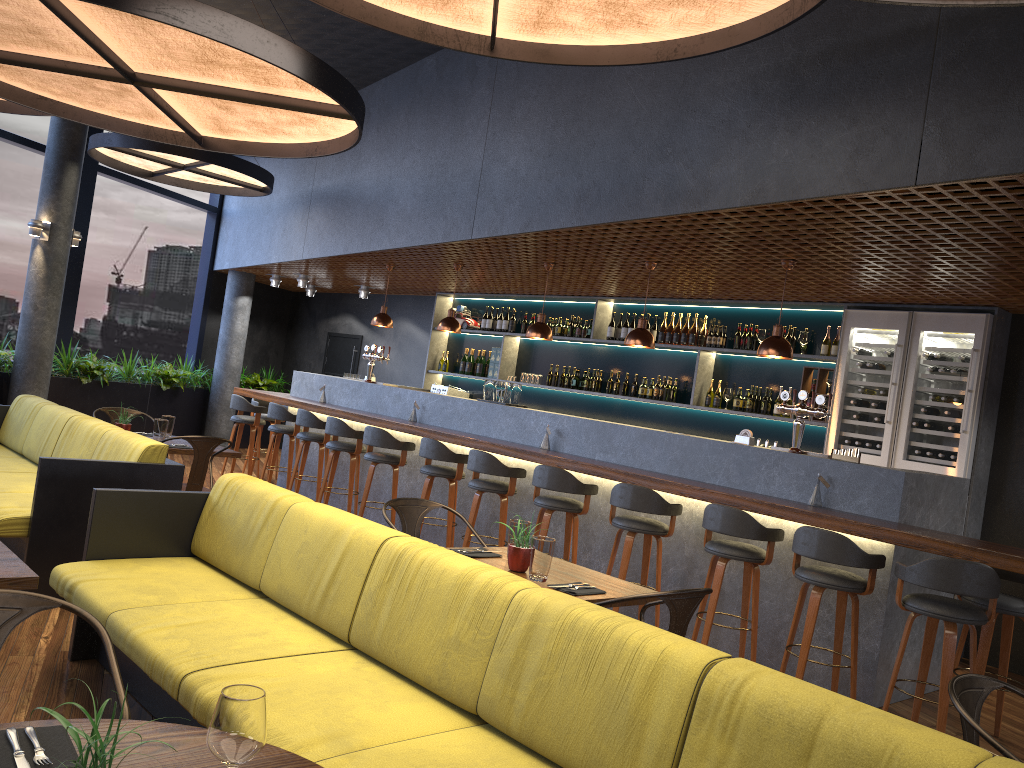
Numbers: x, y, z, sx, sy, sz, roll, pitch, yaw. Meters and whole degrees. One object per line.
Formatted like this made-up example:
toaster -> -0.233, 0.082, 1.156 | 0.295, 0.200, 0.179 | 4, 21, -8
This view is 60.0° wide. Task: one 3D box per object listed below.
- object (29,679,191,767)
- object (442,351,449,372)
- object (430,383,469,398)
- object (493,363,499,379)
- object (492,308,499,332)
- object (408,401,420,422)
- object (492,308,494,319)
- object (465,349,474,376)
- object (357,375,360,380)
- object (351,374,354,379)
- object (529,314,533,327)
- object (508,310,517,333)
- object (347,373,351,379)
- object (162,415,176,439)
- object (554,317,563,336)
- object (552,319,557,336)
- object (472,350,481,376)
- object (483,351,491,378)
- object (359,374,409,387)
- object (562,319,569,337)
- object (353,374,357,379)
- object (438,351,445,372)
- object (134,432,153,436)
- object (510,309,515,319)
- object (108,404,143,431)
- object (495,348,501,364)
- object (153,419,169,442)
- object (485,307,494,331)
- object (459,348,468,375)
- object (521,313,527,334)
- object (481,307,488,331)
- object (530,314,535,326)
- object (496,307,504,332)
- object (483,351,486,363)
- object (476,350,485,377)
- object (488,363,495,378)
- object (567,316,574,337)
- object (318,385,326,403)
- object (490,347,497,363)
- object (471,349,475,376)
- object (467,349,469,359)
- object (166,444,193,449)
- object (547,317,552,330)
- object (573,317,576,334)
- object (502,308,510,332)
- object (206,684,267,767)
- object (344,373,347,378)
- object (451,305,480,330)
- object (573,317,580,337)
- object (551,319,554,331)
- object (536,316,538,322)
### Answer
object -> -0.599, 0.556, 1.275 | 0.238, 0.271, 0.260 | 9, -1, -21
object -> -0.874, -0.294, 11.807 | 0.079, 0.281, 0.079 | 9, -1, -39
object -> -0.898, 0.284, 11.469 | 0.550, 0.569, 0.355 | 9, -1, -42
object -> -0.163, -0.154, 10.942 | 0.080, 0.192, 0.098 | 9, -1, -42
object -> -0.200, -0.802, 11.182 | 0.085, 0.310, 0.086 | 9, -1, -31
object -> -0.948, 0.266, 8.653 | 0.114, 0.203, 0.069 | 8, -1, 8
object -> -0.263, -0.811, 11.256 | 0.085, 0.310, 0.086 | 8, -1, -2
object -> -0.536, -0.281, 11.336 | 0.094, 0.340, 0.094 | 9, -1, -29
object -> -1.895, -0.082, 10.940 | 0.042, 0.059, 0.042 | 8, -1, 45
object -> -1.957, -0.092, 10.862 | 0.042, 0.059, 0.042 | 8, -1, 45
object -> 0.238, -0.712, 10.707 | 0.063, 0.254, 0.063 | 8, -1, 25
object -> 0.013, -0.756, 10.815 | 0.083, 0.301, 0.083 | 9, -1, -35
object -> -1.997, -0.098, 10.839 | 0.042, 0.059, 0.042 | 8, -1, 45
object -> -2.734, 0.342, 7.030 | 0.102, 0.178, 0.102 | 8, -1, -7
object -> 0.548, -0.656, 10.240 | 0.088, 0.224, 0.088 | 8, -1, 42
object -> 0.504, -0.658, 10.383 | 0.068, 0.217, 0.068 | 9, -1, -23
object -> -0.442, -0.267, 11.387 | 0.094, 0.340, 0.094 | 9, -1, -20
object -> -0.296, -0.246, 11.241 | 0.094, 0.340, 0.094 | 9, -1, -20
object -> -1.582, -0.057, 11.288 | 0.766, 0.106, 0.200 | 9, -1, -42
object -> 0.631, -0.643, 10.305 | 0.088, 0.224, 0.088 | 8, -1, 42
object -> -1.932, -0.088, 10.907 | 0.042, 0.059, 0.042 | 8, -1, 45
object -> -0.936, -0.303, 11.872 | 0.079, 0.281, 0.079 | 9, -1, -24
object -> -2.917, 0.396, 7.048 | 0.255, 0.019, 0.157 | 9, -1, -43
object -> 0.003, -0.774, 10.962 | 0.085, 0.310, 0.086 | 8, -1, -2
object -> -2.893, 0.267, 6.603 | 0.238, 0.271, 0.260 | 9, -1, -37
object -> -0.134, -0.344, 10.944 | 0.080, 0.192, 0.098 | 9, -1, -42
object -> -2.628, 0.354, 6.619 | 0.102, 0.178, 0.102 | 8, -1, 33
object -> -0.272, -0.813, 11.122 | 0.085, 0.310, 0.086 | 9, -1, -15
object -> -0.611, -0.291, 11.400 | 0.094, 0.340, 0.094 | 9, -1, -20
object -> 0.152, -0.726, 10.643 | 0.063, 0.254, 0.063 | 8, -1, 30
object -> -0.332, -0.822, 11.192 | 0.085, 0.310, 0.086 | 8, -1, -9
object -> 0.250, -0.712, 10.577 | 0.063, 0.254, 0.063 | 8, -1, 20
object -> -0.134, -0.794, 10.976 | 0.085, 0.310, 0.086 | 9, -1, -24
object -> -0.376, -0.257, 11.315 | 0.094, 0.340, 0.094 | 9, -1, -33
object -> -0.387, -0.260, 11.188 | 0.094, 0.340, 0.094 | 8, -1, -3
object -> -0.230, -0.163, 11.016 | 0.080, 0.192, 0.098 | 9, -1, -42
object -> 0.674, -0.653, 10.109 | 0.063, 0.254, 0.063 | 8, -1, 5
object -> -2.119, 0.105, 9.926 | 0.114, 0.203, 0.069 | 8, -1, 5
object -> -0.200, -0.353, 11.019 | 0.080, 0.192, 0.098 | 9, -1, -42
object -> -0.521, -0.278, 11.452 | 0.094, 0.340, 0.094 | 9, -1, -36
object -> -0.597, -0.288, 11.527 | 0.094, 0.340, 0.094 | 8, -1, -7
object -> -2.496, 0.453, 6.536 | 0.255, 0.019, 0.157 | 9, -1, -43
object -> 0.431, -0.669, 10.326 | 0.068, 0.217, 0.068 | 8, -1, 37
object -> 0.709, -0.647, 10.240 | 0.063, 0.254, 0.063 | 9, -1, -35
object -> -0.066, -0.785, 10.898 | 0.085, 0.310, 0.086 | 8, -1, -9
object -> -0.462, 0.614, 1.475 | 0.097, 0.206, 0.097 | 8, -1, -1
object -> -2.032, -0.104, 10.808 | 0.042, 0.059, 0.042 | 8, -1, 45
object -> -0.648, -0.867, 11.640 | 0.229, 0.319, 0.579 | 9, -1, -42
object -> 0.747, -0.642, 10.160 | 0.063, 0.254, 0.063 | 9, -1, -15
object -> 0.469, -0.662, 10.462 | 0.068, 0.217, 0.068 | 9, -1, -38
object -> 0.302, -0.704, 10.642 | 0.063, 0.254, 0.063 | 8, -1, 20
